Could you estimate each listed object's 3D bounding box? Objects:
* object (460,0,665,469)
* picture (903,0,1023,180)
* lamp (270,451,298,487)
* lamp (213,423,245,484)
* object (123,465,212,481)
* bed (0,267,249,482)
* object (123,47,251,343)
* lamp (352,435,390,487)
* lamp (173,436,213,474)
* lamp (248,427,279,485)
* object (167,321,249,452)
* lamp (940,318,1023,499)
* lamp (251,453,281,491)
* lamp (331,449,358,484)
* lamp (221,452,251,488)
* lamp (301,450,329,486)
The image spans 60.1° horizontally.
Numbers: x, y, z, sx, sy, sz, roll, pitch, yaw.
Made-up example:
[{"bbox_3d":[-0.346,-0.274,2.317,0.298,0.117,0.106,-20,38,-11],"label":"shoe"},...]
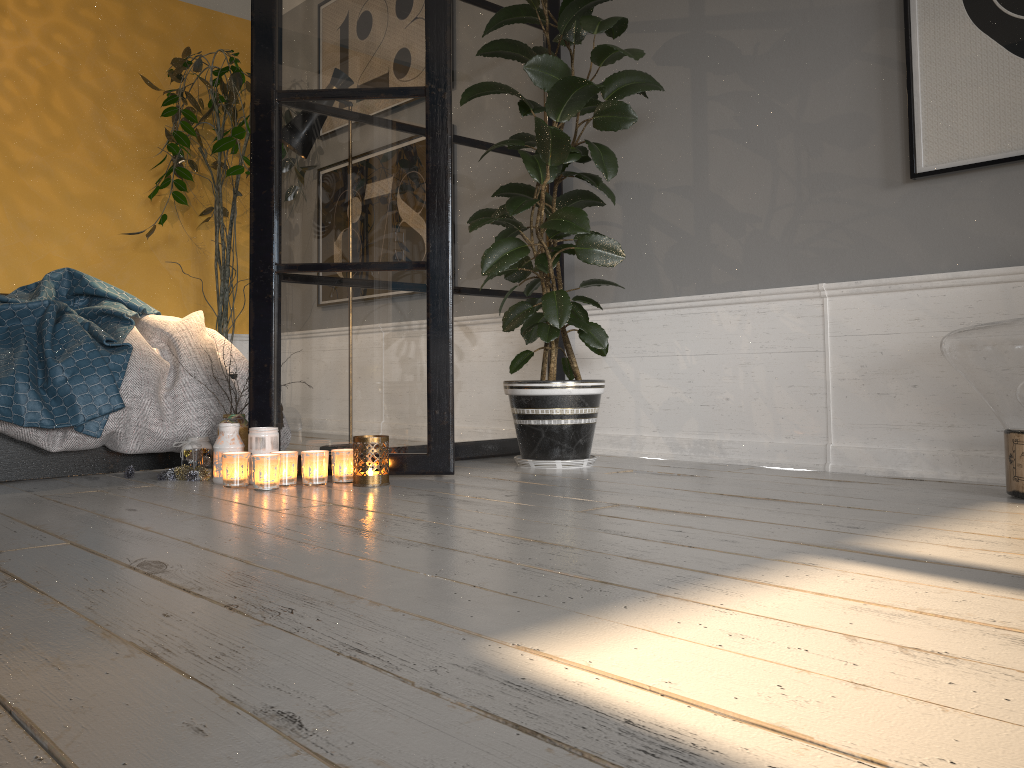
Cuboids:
[{"bbox_3d":[-0.942,-0.593,2.009,3.893,1.800,1.009,0,-2,-43],"label":"object"},{"bbox_3d":[-0.133,-1.326,1.171,4.036,1.800,7.282,0,0,-43],"label":"picture"},{"bbox_3d":[-0.662,0.247,2.570,0.080,0.099,0.080,-1,-2,-2],"label":"lamp"},{"bbox_3d":[-0.856,0.210,2.676,0.092,0.180,0.092,0,-3,-22],"label":"lamp"},{"bbox_3d":[-1.083,0.279,2.777,0.326,0.054,0.087,-1,-1,11],"label":"object"},{"bbox_3d":[-2.222,-0.082,3.445,1.896,0.772,2.319,-1,0,-42],"label":"bed"},{"bbox_3d":[-1.619,-0.822,5.071,1.247,2.212,1.342,-2,-3,34],"label":"object"},{"bbox_3d":[-0.410,0.223,2.577,0.107,0.141,0.107,-1,-2,11],"label":"lamp"},{"bbox_3d":[-1.017,0.236,2.845,0.096,0.132,0.108,-1,-2,18],"label":"lamp"},{"bbox_3d":[-0.741,0.214,2.646,0.092,0.167,0.089,-1,-3,14],"label":"lamp"},{"bbox_3d":[-0.890,0.038,2.967,0.437,0.524,0.277,-1,-3,-2],"label":"object"},{"bbox_3d":[1.294,0.057,2.164,0.432,0.439,0.431,0,-2,-21],"label":"lamp"},{"bbox_3d":[-0.690,0.248,2.484,0.080,0.099,0.080,-1,-2,-2],"label":"lamp"},{"bbox_3d":[-0.497,0.244,2.627,0.080,0.099,0.080,-1,-2,-2],"label":"lamp"},{"bbox_3d":[-0.799,0.248,2.561,0.080,0.099,0.080,-1,-2,12],"label":"lamp"},{"bbox_3d":[-0.575,0.246,2.583,0.080,0.099,0.080,-1,-2,-2],"label":"lamp"}]
